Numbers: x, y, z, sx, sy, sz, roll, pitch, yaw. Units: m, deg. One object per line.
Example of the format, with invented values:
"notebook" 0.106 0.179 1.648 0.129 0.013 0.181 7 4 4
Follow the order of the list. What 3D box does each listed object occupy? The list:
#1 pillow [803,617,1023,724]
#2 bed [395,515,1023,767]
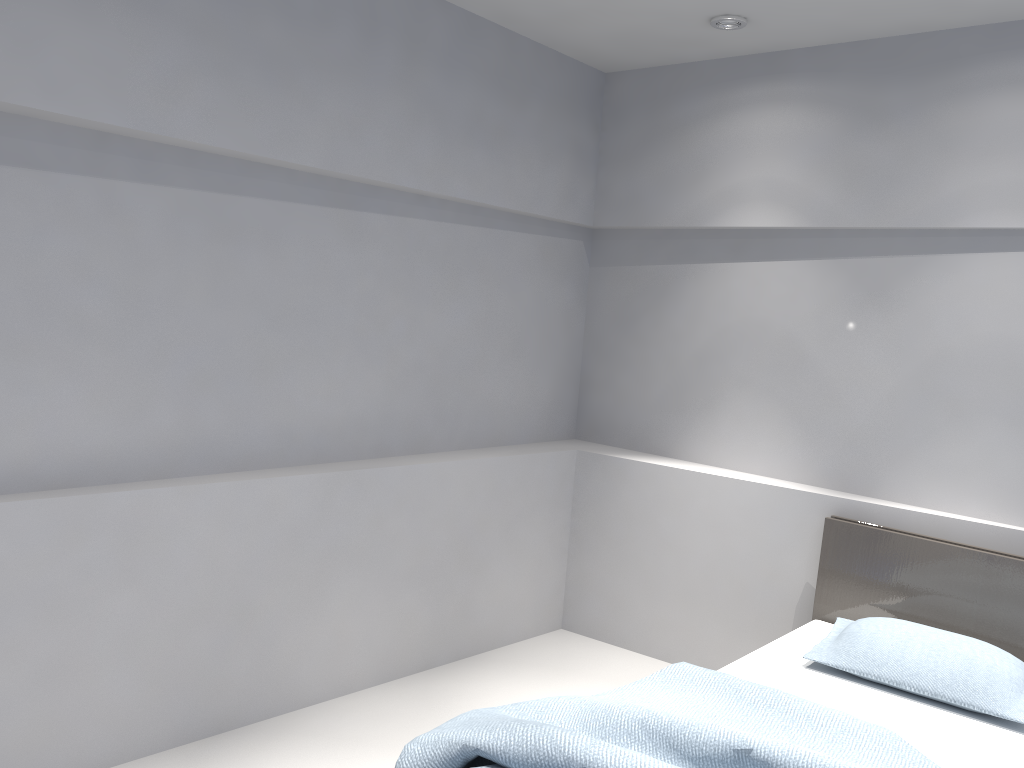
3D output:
"pillow" 1.404 0.923 2.967 0.746 0.173 0.417 8 6 36
"bed" 0.877 0.980 2.478 1.411 0.752 2.319 9 7 41
